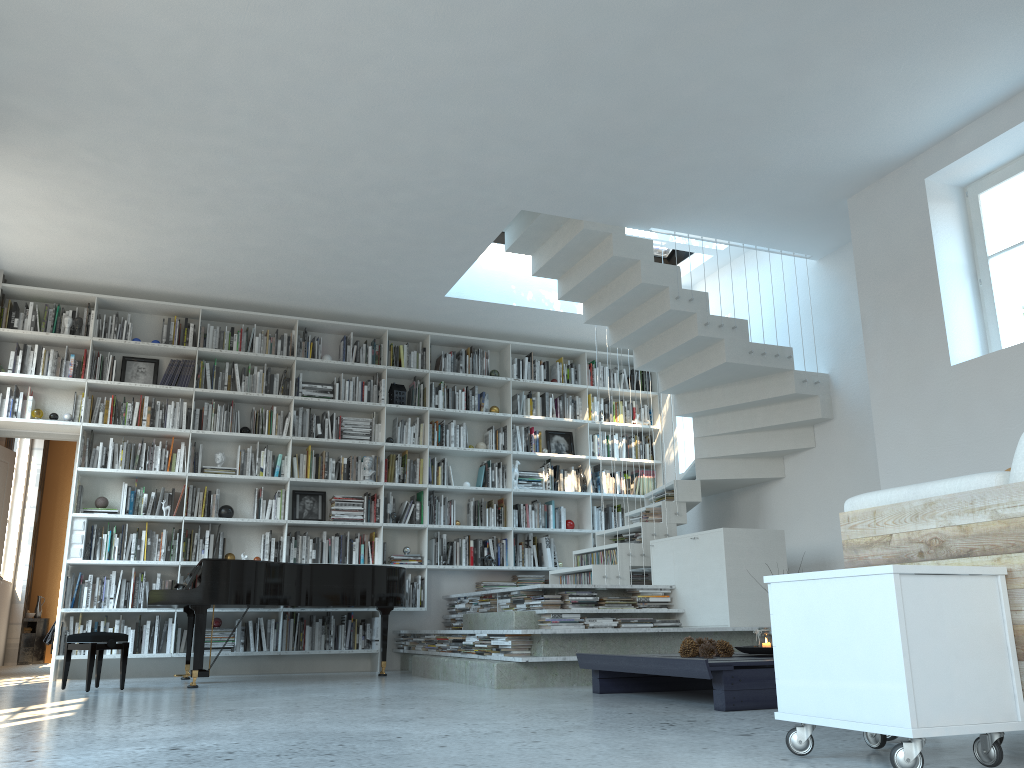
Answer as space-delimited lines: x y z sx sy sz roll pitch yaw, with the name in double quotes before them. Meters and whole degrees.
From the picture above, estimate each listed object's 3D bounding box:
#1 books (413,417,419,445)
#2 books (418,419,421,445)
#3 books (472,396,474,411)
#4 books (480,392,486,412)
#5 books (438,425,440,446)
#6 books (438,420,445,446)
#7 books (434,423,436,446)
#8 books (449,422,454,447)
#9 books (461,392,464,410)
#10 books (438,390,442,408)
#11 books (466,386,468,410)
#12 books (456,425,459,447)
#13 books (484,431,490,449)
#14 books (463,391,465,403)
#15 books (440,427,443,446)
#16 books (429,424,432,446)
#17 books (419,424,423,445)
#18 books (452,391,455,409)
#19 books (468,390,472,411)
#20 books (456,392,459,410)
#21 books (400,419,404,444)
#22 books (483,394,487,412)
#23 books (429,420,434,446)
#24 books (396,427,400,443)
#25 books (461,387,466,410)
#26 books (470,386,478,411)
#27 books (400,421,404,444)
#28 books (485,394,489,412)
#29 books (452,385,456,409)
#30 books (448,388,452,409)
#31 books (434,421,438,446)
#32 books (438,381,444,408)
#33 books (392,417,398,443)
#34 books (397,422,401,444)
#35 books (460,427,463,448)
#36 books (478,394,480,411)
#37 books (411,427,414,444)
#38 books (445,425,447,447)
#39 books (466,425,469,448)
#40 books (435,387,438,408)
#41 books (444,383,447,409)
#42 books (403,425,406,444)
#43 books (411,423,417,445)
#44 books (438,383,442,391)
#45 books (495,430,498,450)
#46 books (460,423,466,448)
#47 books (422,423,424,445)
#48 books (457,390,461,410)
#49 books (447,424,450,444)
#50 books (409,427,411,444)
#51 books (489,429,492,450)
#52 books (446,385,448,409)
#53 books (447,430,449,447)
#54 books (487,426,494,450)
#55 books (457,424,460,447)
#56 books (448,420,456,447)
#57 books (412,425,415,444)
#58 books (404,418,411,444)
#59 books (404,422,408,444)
"books" -0.927 0.480 8.485 0.028 0.292 0.155 5 -16 -21
"books" -0.911 0.488 8.487 0.025 0.276 0.173 5 -16 -21
"books" -0.412 0.228 8.761 0.027 0.181 0.176 5 -16 -21
"books" -0.316 0.208 8.795 0.054 0.234 0.172 5 -16 -21
"books" -0.722 0.527 8.559 0.013 0.235 0.158 5 -16 -21
"books" -0.679 0.504 8.563 0.014 0.279 0.178 5 -16 -21
"books" -0.764 0.515 8.535 0.014 0.247 0.177 5 -16 -21
"books" -0.603 0.519 8.587 0.030 0.262 0.182 5 -16 -21
"books" -0.507 0.201 8.712 0.021 0.208 0.181 5 -16 -21
"books" -0.722 0.182 8.630 0.026 0.207 0.181 5 -16 -21
"books" -0.464 0.177 8.769 0.012 0.284 0.160 5 -16 -21
"books" -0.556 0.535 8.614 0.025 0.244 0.184 5 -16 -21
"books" -0.245 0.583 8.753 0.015 0.219 0.140 5 -16 -21
"books" -0.498 0.200 8.732 0.011 0.221 0.159 5 -16 -21
"books" -0.705 0.539 8.565 0.026 0.215 0.161 5 -16 -21
"books" -0.805 0.519 8.540 0.030 0.241 0.138 5 -16 -21
"books" -0.890 0.509 8.472 0.028 0.229 0.177 5 -16 -21
"books" -0.598 0.195 8.712 0.028 0.223 0.142 5 -16 -21
"books" -0.437 0.197 8.754 0.030 0.237 0.186 5 -16 -21
"books" -0.559 0.200 8.721 0.025 0.215 0.144 5 -16 -21
"books" -1.054 0.477 8.438 0.019 0.274 0.146 5 -16 -21
"books" -0.298 0.221 8.809 0.048 0.216 0.182 5 -16 -21
"books" -0.783 0.503 8.549 0.014 0.277 0.154 5 -16 -21
"books" -1.095 0.512 8.393 0.028 0.185 0.181 5 -16 -21
"books" -0.488 0.181 8.743 0.012 0.264 0.156 5 -16 -21
"books" -0.381 0.177 8.773 0.029 0.284 0.184 5 -16 -21
"books" -1.067 0.488 8.428 0.028 0.249 0.165 5 -16 -21
"books" -0.270 0.223 8.840 0.026 0.228 0.141 5 -16 -21
"books" -0.578 0.166 8.724 0.013 0.283 0.155 5 -16 -21
"books" -0.628 0.177 8.680 0.027 0.240 0.160 5 -16 -21
"books" -0.742 0.507 8.578 0.014 0.283 0.135 5 -16 -21
"books" -0.698 0.139 8.664 0.014 0.306 0.153 5 -16 -21
"books" -1.115 0.468 8.420 0.018 0.284 0.160 5 -16 -21
"books" -1.085 0.491 8.426 0.024 0.242 0.159 5 -16 -21
"books" -0.515 0.547 8.635 0.021 0.231 0.183 5 -16 -21
"books" -0.359 0.218 8.787 0.030 0.212 0.157 5 -16 -21
"books" -0.976 0.519 8.443 0.027 0.196 0.185 5 -16 -21
"books" -0.664 0.528 8.570 0.022 0.236 0.165 5 -16 -21
"books" -0.462 0.545 8.670 0.034 0.253 0.161 5 -16 -21
"books" -0.753 0.167 8.642 0.026 0.242 0.148 5 -16 -21
"books" -0.668 0.152 8.689 0.021 0.295 0.139 5 -16 -21
"books" -1.043 0.511 8.432 0.023 0.206 0.171 5 -16 -21
"books" -0.942 0.506 8.469 0.024 0.233 0.150 5 -16 -21
"books" -0.711 0.151 8.661 0.011 0.282 0.173 5 -16 -21
"books" -0.173 0.584 8.776 0.016 0.227 0.160 5 -16 -21
"books" -0.489 0.527 8.638 0.024 0.271 0.170 5 -16 -21
"books" -0.878 0.510 8.494 0.026 0.237 0.173 5 -16 -21
"books" -0.533 0.190 8.721 0.023 0.236 0.149 5 -16 -21
"books" -0.631 0.526 8.600 0.011 0.256 0.131 5 -16 -21
"books" -0.992 0.517 8.434 0.024 0.194 0.173 5 -16 -21
"books" -0.225 0.577 8.756 0.012 0.231 0.154 5 -16 -21
"books" -0.655 0.164 8.698 0.012 0.276 0.133 5 -16 -21
"books" -0.645 0.553 8.580 0.025 0.193 0.171 5 -16 -21
"books" -0.209 0.558 8.754 0.015 0.266 0.164 5 -16 -21
"books" -0.541 0.534 8.643 0.024 0.261 0.134 5 -16 -21
"books" -0.586 0.512 8.624 0.027 0.294 0.160 5 -16 -21
"books" -0.957 0.514 8.453 0.029 0.210 0.158 5 -16 -21
"books" -1.003 0.474 8.428 0.028 0.274 0.187 5 -16 -21
"books" -1.027 0.497 8.436 0.023 0.235 0.179 5 -16 -21
